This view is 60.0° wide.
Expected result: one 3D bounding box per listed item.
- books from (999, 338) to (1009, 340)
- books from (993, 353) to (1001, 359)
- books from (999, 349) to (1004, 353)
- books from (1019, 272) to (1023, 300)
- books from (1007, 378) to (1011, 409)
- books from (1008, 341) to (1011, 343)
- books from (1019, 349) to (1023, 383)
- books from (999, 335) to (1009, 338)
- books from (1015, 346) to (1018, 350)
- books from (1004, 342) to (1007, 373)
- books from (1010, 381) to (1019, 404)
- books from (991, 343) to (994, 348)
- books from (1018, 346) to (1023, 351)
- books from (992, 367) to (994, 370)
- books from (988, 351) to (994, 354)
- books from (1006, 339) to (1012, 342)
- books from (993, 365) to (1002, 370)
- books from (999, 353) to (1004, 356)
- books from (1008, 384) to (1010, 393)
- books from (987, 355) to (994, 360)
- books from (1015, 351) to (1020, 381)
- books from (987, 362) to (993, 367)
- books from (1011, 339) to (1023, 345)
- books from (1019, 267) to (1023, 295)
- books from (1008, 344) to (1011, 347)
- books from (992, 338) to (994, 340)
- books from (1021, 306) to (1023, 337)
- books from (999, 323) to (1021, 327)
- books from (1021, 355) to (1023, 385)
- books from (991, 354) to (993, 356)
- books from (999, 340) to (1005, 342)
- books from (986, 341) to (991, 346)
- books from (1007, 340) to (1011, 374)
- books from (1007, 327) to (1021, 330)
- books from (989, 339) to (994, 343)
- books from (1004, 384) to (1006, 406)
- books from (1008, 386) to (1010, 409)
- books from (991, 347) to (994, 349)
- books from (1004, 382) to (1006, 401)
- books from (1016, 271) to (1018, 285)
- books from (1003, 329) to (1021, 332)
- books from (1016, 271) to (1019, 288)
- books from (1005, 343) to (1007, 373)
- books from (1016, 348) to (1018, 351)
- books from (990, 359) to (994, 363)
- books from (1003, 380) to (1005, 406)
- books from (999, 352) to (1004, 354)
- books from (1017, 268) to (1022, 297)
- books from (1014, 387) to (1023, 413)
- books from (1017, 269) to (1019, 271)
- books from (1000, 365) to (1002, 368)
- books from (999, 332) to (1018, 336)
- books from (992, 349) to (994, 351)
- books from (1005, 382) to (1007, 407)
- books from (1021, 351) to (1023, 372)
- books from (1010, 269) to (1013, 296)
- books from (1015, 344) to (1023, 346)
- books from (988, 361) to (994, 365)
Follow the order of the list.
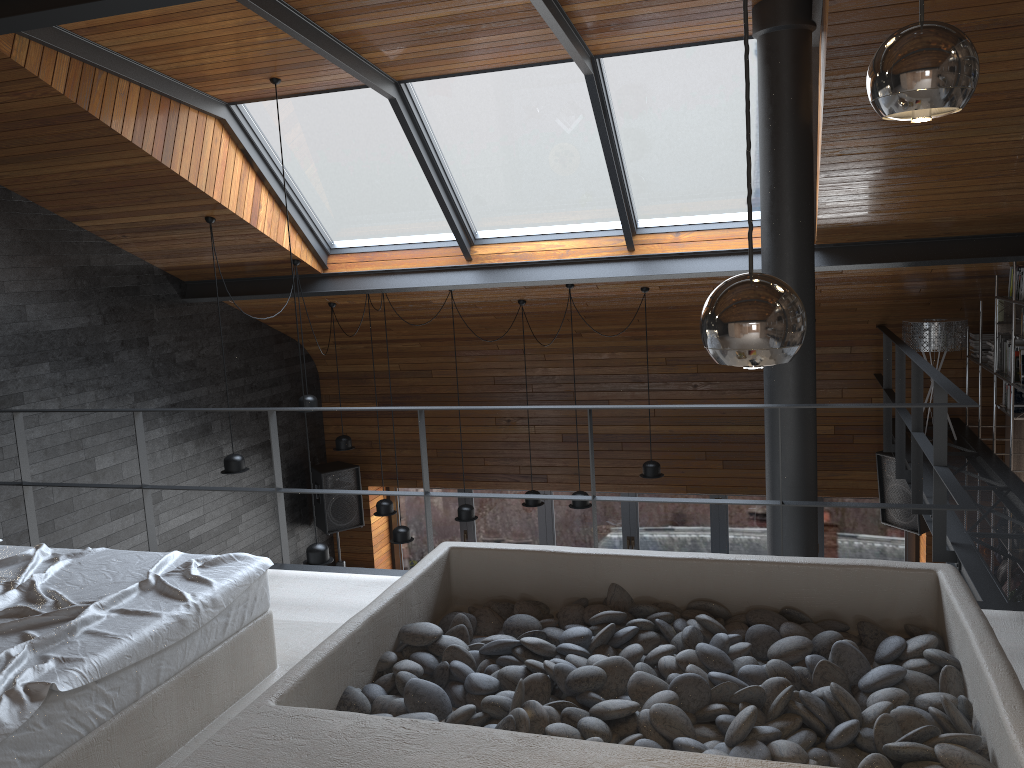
[{"bbox_3d":[3.844,-0.355,6.825,0.208,0.017,0.167,-1,8,18],"label":"books"},{"bbox_3d":[3.857,-0.215,6.827,0.258,0.028,0.180,0,8,23],"label":"books"},{"bbox_3d":[3.866,-0.261,6.814,0.225,0.017,0.167,-1,8,18],"label":"books"},{"bbox_3d":[3.596,-0.684,6.164,0.111,0.194,0.059,-1,8,18],"label":"books"},{"bbox_3d":[3.749,0.070,6.584,0.122,0.230,0.017,-1,8,18],"label":"books"},{"bbox_3d":[3.821,-0.203,6.643,0.192,0.251,0.012,-1,8,18],"label":"books"},{"bbox_3d":[3.639,-0.125,6.215,0.143,0.235,0.055,-1,8,17],"label":"books"},{"bbox_3d":[3.847,-0.370,6.807,0.228,0.016,0.182,-1,8,18],"label":"books"},{"bbox_3d":[3.726,-0.161,6.434,0.148,0.234,0.013,-1,8,18],"label":"books"},{"bbox_3d":[3.804,-0.202,6.705,0.148,0.234,0.013,-1,8,18],"label":"books"},{"bbox_3d":[3.749,0.086,6.517,0.155,0.215,0.055,-1,8,18],"label":"books"},{"bbox_3d":[3.853,-0.295,6.816,0.288,0.025,0.175,0,8,23],"label":"books"},{"bbox_3d":[3.665,-0.145,6.293,0.131,0.247,0.018,-1,8,18],"label":"books"},{"bbox_3d":[3.865,-0.115,6.853,0.252,0.016,0.182,0,8,23],"label":"books"},{"bbox_3d":[3.964,-0.252,7.081,0.234,0.016,0.182,-2,8,8],"label":"books"},{"bbox_3d":[3.843,-0.215,6.703,0.207,0.255,0.010,-1,8,18],"label":"books"},{"bbox_3d":[3.863,-0.129,6.835,0.247,0.016,0.182,-1,8,18],"label":"books"},{"bbox_3d":[3.865,-0.236,6.827,0.222,0.012,0.160,-2,8,12],"label":"books"},{"bbox_3d":[3.739,0.087,6.575,0.111,0.198,0.008,-1,8,18],"label":"books"},{"bbox_3d":[3.965,-0.216,7.103,0.240,0.028,0.180,-2,8,8],"label":"books"},{"bbox_3d":[3.641,-0.127,6.285,0.137,0.215,0.014,-1,8,18],"label":"books"},{"bbox_3d":[3.968,-0.159,7.123,0.234,0.016,0.182,-1,8,18],"label":"books"},{"bbox_3d":[3.765,-0.196,6.547,0.143,0.268,0.020,-1,8,18],"label":"books"},{"bbox_3d":[3.605,-0.701,6.169,0.122,0.227,0.076,-1,8,18],"label":"books"},{"bbox_3d":[3.787,-0.187,6.612,0.160,0.231,0.021,-1,8,18],"label":"books"},{"bbox_3d":[3.971,-0.359,7.085,0.206,0.012,0.161,-1,8,18],"label":"books"},{"bbox_3d":[3.554,-0.419,5.994,0.130,0.216,0.311,-1,8,17],"label":"books"},{"bbox_3d":[3.861,-0.453,6.820,0.228,0.016,0.182,-1,8,18],"label":"books"},{"bbox_3d":[3.615,-0.099,6.145,0.148,0.206,0.053,-1,8,18],"label":"books"},{"bbox_3d":[3.966,-0.236,7.083,0.234,0.016,0.182,0,8,23],"label":"books"},{"bbox_3d":[3.854,-0.342,6.833,0.201,0.012,0.161,-1,8,18],"label":"books"},{"bbox_3d":[3.959,-0.326,7.087,0.268,0.025,0.176,-1,8,18],"label":"books"},{"bbox_3d":[3.820,-0.207,6.655,0.191,0.255,0.012,-1,8,18],"label":"books"},{"bbox_3d":[3.853,-0.436,6.813,0.228,0.016,0.182,-1,8,18],"label":"books"},{"bbox_3d":[3.958,-0.346,7.095,0.231,0.012,0.159,0,8,23],"label":"books"},{"bbox_3d":[3.784,0.083,6.691,0.119,0.171,0.014,-1,8,18],"label":"books"},{"bbox_3d":[3.739,0.099,6.568,0.112,0.177,0.009,-1,8,18],"label":"books"},{"bbox_3d":[3.971,-0.286,7.097,0.206,0.012,0.161,-2,8,8],"label":"books"},{"bbox_3d":[3.791,0.066,6.699,0.127,0.201,0.011,-1,8,18],"label":"books"},{"bbox_3d":[3.645,-0.707,6.301,0.127,0.197,0.063,-1,8,18],"label":"books"},{"bbox_3d":[3.853,-0.417,6.816,0.216,0.021,0.174,-1,8,18],"label":"books"},{"bbox_3d":[3.649,-0.705,6.288,0.127,0.197,0.063,-1,8,18],"label":"books"},{"bbox_3d":[3.812,-0.198,6.674,0.169,0.232,0.018,-1,8,18],"label":"books"},{"bbox_3d":[3.677,-0.145,6.342,0.129,0.231,0.010,-1,8,18],"label":"books"},{"bbox_3d":[3.970,-0.191,7.106,0.221,0.021,0.174,-1,8,18],"label":"books"},{"bbox_3d":[3.788,0.065,6.712,0.127,0.201,0.011,-1,8,18],"label":"books"},{"bbox_3d":[3.875,-0.248,6.824,0.227,0.013,0.160,1,9,29],"label":"books"},{"bbox_3d":[3.647,-0.708,6.234,0.161,0.220,0.074,-1,8,18],"label":"books"},{"bbox_3d":[3.703,0.116,6.408,0.138,0.191,0.049,-1,8,18],"label":"books"},{"bbox_3d":[3.680,-0.717,6.296,0.177,0.214,0.064,-1,8,18],"label":"books"},{"bbox_3d":[3.864,-0.148,6.836,0.239,0.021,0.174,0,8,23],"label":"books"},{"bbox_3d":[3.869,-0.392,6.798,0.234,0.028,0.180,-1,8,18],"label":"books"},{"bbox_3d":[3.976,-0.270,7.089,0.213,0.017,0.167,-2,8,13],"label":"books"},{"bbox_3d":[3.790,0.062,6.648,0.161,0.223,0.017,-1,8,18],"label":"books"},{"bbox_3d":[3.621,-0.116,6.159,0.148,0.232,0.053,-1,8,18],"label":"books"},{"bbox_3d":[3.724,-0.742,6.467,0.149,0.202,0.067,-1,8,17],"label":"books"},{"bbox_3d":[3.739,-0.169,6.462,0.146,0.240,0.023,-1,8,18],"label":"books"},{"bbox_3d":[3.968,-0.172,7.105,0.234,0.016,0.182,-2,8,13],"label":"books"}]
